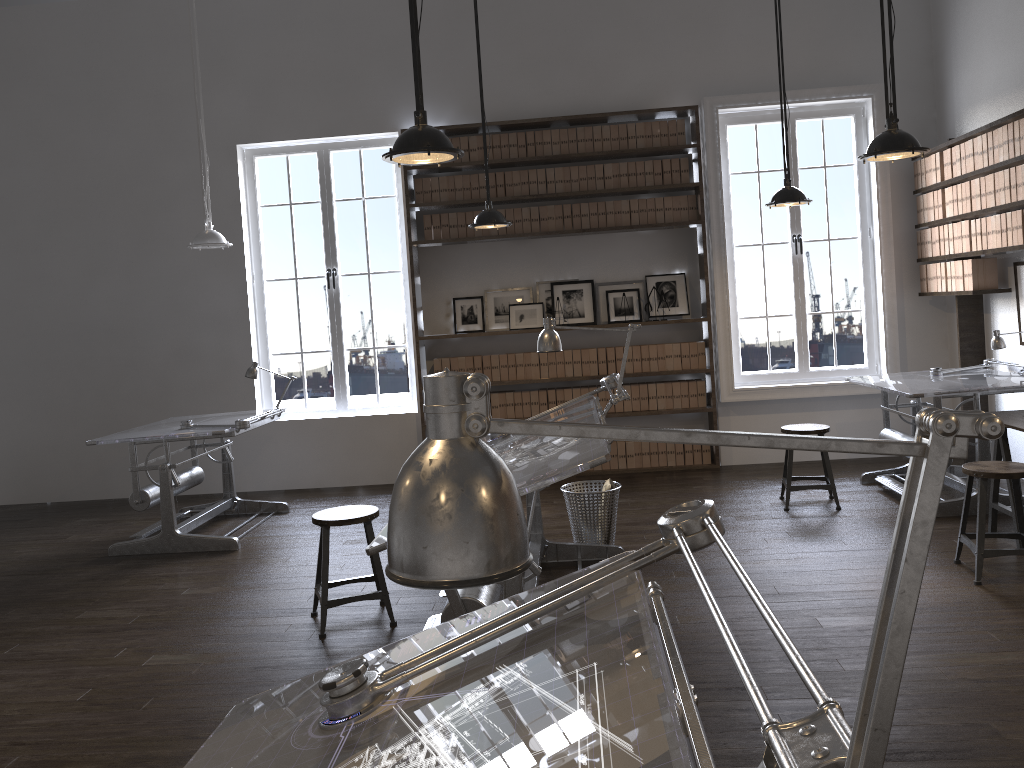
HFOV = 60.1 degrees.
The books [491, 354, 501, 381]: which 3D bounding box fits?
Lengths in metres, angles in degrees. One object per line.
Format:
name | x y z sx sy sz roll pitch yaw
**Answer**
books | -0.135 -0.140 7.606 0.066 0.225 0.175 -4 3 4

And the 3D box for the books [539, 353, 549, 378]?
books | 0.275 -0.165 7.578 0.067 0.225 0.175 -4 3 4

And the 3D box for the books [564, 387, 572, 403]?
books | 0.484 0.144 7.574 0.066 0.225 0.175 -4 3 4

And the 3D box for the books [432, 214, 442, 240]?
books | -0.636 -1.337 7.595 0.067 0.225 0.175 -4 3 4

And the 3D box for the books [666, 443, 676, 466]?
books | 1.344 0.573 7.536 0.066 0.225 0.175 -4 3 4

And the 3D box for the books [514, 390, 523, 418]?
books | 0.059 0.170 7.609 0.066 0.225 0.175 -4 3 4

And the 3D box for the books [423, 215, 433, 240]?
books | -0.710 -1.333 7.605 0.066 0.225 0.175 -4 3 4

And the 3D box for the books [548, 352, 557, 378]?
books | 0.345 -0.170 7.577 0.066 0.225 0.175 -4 3 4

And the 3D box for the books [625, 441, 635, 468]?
books | 1.006 0.594 7.560 0.066 0.225 0.175 -4 3 4

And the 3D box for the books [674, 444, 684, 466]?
books | 1.415 0.568 7.536 0.066 0.225 0.175 -4 3 4

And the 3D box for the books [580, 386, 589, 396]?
books | 0.626 0.135 7.572 0.066 0.225 0.175 -4 3 4

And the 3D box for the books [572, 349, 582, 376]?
books | 0.556 -0.182 7.558 0.066 0.225 0.175 -4 3 4

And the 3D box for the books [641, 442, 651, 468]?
books | 1.135 0.586 7.548 0.067 0.225 0.175 -4 3 4

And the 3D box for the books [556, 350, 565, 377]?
books | 0.415 -0.174 7.575 0.066 0.225 0.175 -4 3 4

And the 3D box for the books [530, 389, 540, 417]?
books | 0.200 0.162 7.595 0.066 0.225 0.175 -4 3 4

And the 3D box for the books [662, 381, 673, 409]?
books | 1.321 0.092 7.523 0.066 0.225 0.175 -4 3 4

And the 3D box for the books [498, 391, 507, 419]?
books | -0.075 0.178 7.616 0.066 0.225 0.175 -4 3 4

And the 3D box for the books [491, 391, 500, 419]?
books | -0.138 0.182 7.619 0.066 0.225 0.175 -4 3 4

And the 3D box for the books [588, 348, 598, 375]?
books | 0.691 -0.191 7.553 0.066 0.225 0.175 -4 3 4

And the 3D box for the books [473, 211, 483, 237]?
books | -0.282 -1.358 7.570 0.067 0.225 0.175 -4 3 4

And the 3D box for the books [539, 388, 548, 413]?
books | 0.271 0.157 7.595 0.066 0.225 0.175 -4 3 4

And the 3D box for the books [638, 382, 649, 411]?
books | 1.116 0.105 7.538 0.066 0.225 0.175 -4 3 4

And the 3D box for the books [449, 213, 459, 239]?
books | -0.491 -1.346 7.586 0.066 0.225 0.175 -4 3 4

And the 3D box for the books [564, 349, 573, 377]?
books | 0.484 -0.178 7.566 0.066 0.225 0.175 -4 3 4

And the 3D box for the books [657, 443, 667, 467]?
books | 1.273 0.577 7.545 0.066 0.225 0.175 -4 3 4

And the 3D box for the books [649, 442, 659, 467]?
books | 1.203 0.581 7.550 0.066 0.225 0.175 -4 3 4

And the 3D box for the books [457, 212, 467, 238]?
books | -0.420 -1.351 7.585 0.066 0.225 0.175 -4 3 4

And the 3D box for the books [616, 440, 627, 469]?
books | 0.934 0.598 7.563 0.067 0.225 0.175 -4 3 4

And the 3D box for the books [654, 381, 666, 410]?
books | 1.258 0.096 7.526 0.066 0.225 0.175 -4 3 4

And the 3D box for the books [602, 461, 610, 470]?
books | 0.795 0.606 7.578 0.066 0.225 0.175 -4 3 4

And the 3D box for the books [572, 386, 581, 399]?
books | 0.557 0.140 7.573 0.066 0.225 0.175 -4 3 4

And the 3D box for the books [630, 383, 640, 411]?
books | 1.047 0.109 7.544 0.066 0.225 0.175 -4 3 4

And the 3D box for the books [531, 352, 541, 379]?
books | 0.203 -0.161 7.585 0.066 0.225 0.175 -4 3 4

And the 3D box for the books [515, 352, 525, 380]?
books | 0.073 -0.153 7.590 0.067 0.225 0.175 -4 3 4

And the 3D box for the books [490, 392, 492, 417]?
books | -0.210 0.187 7.622 0.067 0.225 0.175 -4 3 4

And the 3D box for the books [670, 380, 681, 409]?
books | 1.387 0.089 7.514 0.067 0.225 0.175 -4 3 4

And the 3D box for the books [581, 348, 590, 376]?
books | 0.628 -0.187 7.553 0.067 0.225 0.175 -4 3 4

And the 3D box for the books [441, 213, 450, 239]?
books | -0.561 -1.342 7.595 0.066 0.225 0.175 -4 3 4

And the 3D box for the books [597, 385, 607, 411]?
books | 0.770 0.126 7.560 0.066 0.225 0.175 -4 3 4

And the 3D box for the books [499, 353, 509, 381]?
books | -0.064 -0.145 7.605 0.066 0.225 0.175 -4 3 4

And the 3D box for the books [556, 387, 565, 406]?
books | 0.419 0.148 7.585 0.066 0.225 0.175 -4 3 4

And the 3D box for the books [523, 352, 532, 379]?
books | 0.140 -0.157 7.591 0.066 0.225 0.175 -4 3 4

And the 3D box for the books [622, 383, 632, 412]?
books | 0.977 0.114 7.545 0.066 0.225 0.175 -4 3 4

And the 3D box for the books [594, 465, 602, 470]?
books | 0.725 0.611 7.576 0.067 0.225 0.175 -4 3 4

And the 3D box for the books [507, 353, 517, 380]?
books | 0.007 -0.149 7.601 0.066 0.225 0.175 -4 3 4

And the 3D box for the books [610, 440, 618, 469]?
books | 0.864 0.602 7.571 0.066 0.225 0.175 -4 3 4

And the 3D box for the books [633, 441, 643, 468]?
books | 1.069 0.590 7.557 0.066 0.225 0.175 -4 3 4

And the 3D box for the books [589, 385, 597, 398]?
books | 0.696 0.131 7.566 0.066 0.225 0.175 -4 3 4

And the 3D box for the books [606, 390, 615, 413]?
books | 0.833 0.123 7.551 0.067 0.225 0.175 -4 3 4

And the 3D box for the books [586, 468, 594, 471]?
books | 0.659 0.615 7.585 0.066 0.225 0.175 -4 3 4

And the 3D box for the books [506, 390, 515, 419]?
books | -0.009 0.175 7.607 0.067 0.225 0.175 -4 3 4

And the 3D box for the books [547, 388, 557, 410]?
books | 0.345 0.153 7.585 0.067 0.225 0.175 -4 3 4

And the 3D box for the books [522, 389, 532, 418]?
books | 0.129 0.166 7.604 0.066 0.225 0.175 -4 3 4

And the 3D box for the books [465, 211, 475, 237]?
books | -0.349 -1.355 7.581 0.066 0.225 0.175 -4 3 4

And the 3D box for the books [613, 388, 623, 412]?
books | 0.905 0.118 7.546 0.066 0.225 0.175 -4 3 4

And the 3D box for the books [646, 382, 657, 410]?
books | 1.186 0.101 7.529 0.067 0.225 0.175 -4 3 4

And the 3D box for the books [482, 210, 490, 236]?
books | -0.216 -1.363 7.570 0.066 0.225 0.175 -4 3 4
